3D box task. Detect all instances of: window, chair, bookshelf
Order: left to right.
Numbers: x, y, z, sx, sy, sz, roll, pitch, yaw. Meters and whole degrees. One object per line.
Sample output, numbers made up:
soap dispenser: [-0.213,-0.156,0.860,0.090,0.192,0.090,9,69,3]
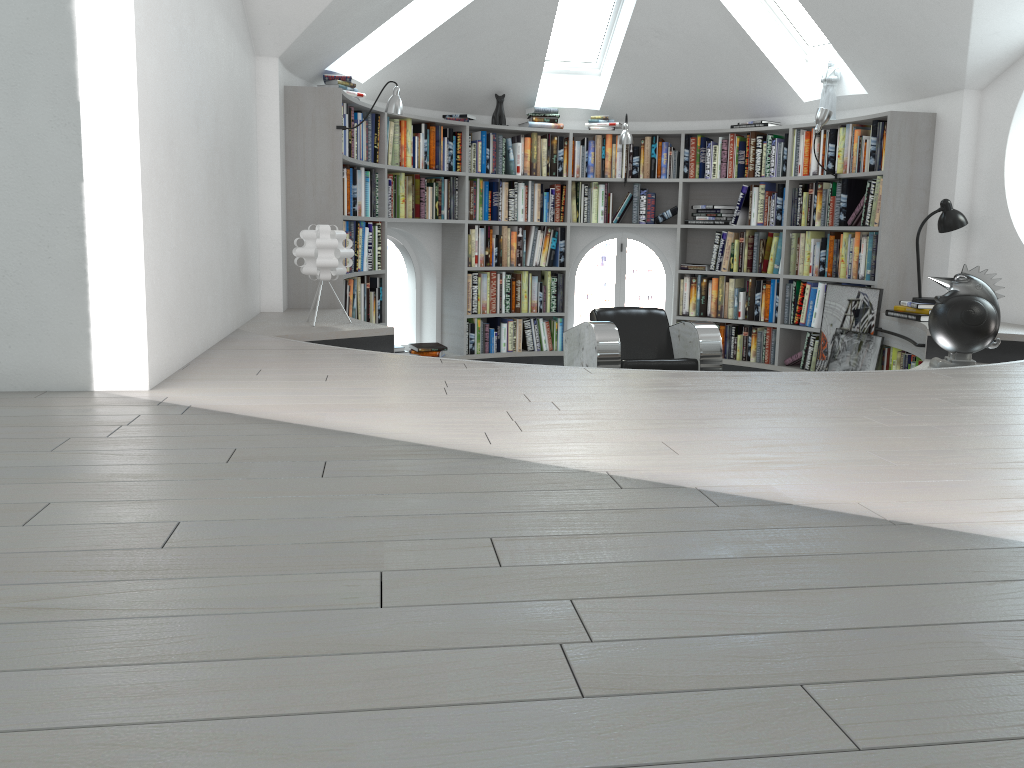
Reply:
window: [-0.058,-0.816,7.699,3.232,1.146,0.619,-3,9,-22]
bookshelf: [0.583,-1.088,6.879,4.332,1.872,2.118,0,9,-8]
window: [0.616,-2.834,6.629,4.055,0.710,1.941,0,10,-8]
chair: [0.821,-0.118,5.752,0.823,0.716,0.744,-1,9,-14]

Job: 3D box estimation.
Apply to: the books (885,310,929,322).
books: [2.678,-0.439,5.702,0.365,0.042,0.390,0,10,-8]

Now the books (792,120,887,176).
books: [2.499,-1.723,6.530,0.293,0.361,1.018,-3,11,-26]

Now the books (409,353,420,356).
books: [-0.996,-0.218,7.045,0.366,0.042,0.389,-8,13,-41]

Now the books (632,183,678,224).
books: [1.242,-1.539,7.603,0.399,0.339,0.225,3,9,11]

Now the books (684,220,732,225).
books: [1.710,-1.364,7.504,0.388,0.042,0.366,7,11,31]

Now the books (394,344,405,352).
books: [-0.995,-0.282,7.036,0.214,0.036,0.227,-5,12,-31]

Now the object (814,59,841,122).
object: [2.384,-2.203,6.672,0.179,0.470,0.180,1,8,1]

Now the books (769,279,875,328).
books: [2.447,-0.597,6.736,0.304,0.357,1.188,-3,11,-27]

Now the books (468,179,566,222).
books: [-0.012,-1.556,7.548,1.028,0.357,0.302,-3,10,-22]

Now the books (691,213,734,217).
books: [1.711,-1.427,7.495,0.286,0.031,0.270,10,13,41]

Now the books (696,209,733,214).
books: [1.712,-1.458,7.490,0.227,0.036,0.214,10,13,41]

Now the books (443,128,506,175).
books: [-0.368,-1.901,7.293,0.683,0.344,0.266,-5,11,-31]

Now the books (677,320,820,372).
books: [2.012,-0.335,7.293,1.500,0.310,0.360,10,13,43]

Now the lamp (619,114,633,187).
lamp: [0.925,-1.930,7.335,0.113,0.564,0.359,1,9,-2]

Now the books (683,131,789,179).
books: [1.859,-1.867,7.274,0.971,0.366,0.306,8,11,34]

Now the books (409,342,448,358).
books: [-0.689,-0.275,7.260,0.318,0.099,0.293,0,10,-7]

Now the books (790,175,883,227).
books: [2.496,-1.342,6.574,0.279,0.356,1.056,-3,10,-23]

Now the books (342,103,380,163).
books: [-1.159,-1.696,5.977,0.300,0.360,1.037,2,10,7]

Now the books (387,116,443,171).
books: [-0.844,-1.838,6.808,0.269,0.371,0.795,7,11,34]

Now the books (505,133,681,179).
books: [0.670,-1.940,7.570,1.565,0.365,0.395,1,9,-3]

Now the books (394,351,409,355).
books: [-0.995,-0.251,7.041,0.269,0.031,0.287,-5,12,-31]

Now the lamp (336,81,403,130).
lamp: [-0.890,-1.741,5.546,0.414,0.310,0.117,-1,9,-11]

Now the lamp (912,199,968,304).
lamp: [2.722,-0.845,5.643,0.322,0.657,0.234,2,8,7]

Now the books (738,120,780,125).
books: [2.008,-2.111,7.208,0.233,0.027,0.248,-6,12,-35]

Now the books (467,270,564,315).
books: [0.001,-0.795,7.626,1.032,0.356,0.294,-3,10,-23]

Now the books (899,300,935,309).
books: [2.680,-0.507,5.693,0.269,0.031,0.287,1,10,1]

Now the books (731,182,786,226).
books: [2.077,-1.457,7.193,0.554,0.349,0.256,8,11,37]

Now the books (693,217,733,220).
books: [1.710,-1.397,7.499,0.286,0.031,0.270,6,11,26]

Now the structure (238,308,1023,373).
structure: [0.768,-0.094,5.639,4.718,0.690,4.722,8,12,36]

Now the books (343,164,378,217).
books: [-1.177,-1.317,6.051,0.303,0.346,1.093,2,10,7]

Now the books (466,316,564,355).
books: [-0.020,-0.435,7.667,1.019,0.305,0.289,-3,10,-23]

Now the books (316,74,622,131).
books: [-0.322,-2.157,6.967,2.818,0.173,0.750,-7,12,-37]

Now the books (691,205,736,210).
books: [1.712,-1.489,7.486,0.269,0.031,0.287,-4,11,-28]

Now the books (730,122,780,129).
books: [2.008,-2.083,7.212,0.337,0.036,0.317,10,14,43]

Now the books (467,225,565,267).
books: [-0.003,-1.175,7.564,0.998,0.350,0.298,-3,10,-25]

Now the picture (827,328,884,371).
picture: [2.390,-0.092,6.249,0.107,0.553,0.491,-2,9,-18]

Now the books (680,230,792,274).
books: [1.893,-1.100,7.335,0.975,0.351,0.252,8,11,33]

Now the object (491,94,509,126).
object: [-0.094,-2.263,7.351,0.147,0.264,0.202,-1,9,-12]

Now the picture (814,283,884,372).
picture: [2.411,-0.280,6.407,0.090,0.859,0.581,-2,9,-18]

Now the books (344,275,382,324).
books: [-1.181,-0.350,5.893,0.390,0.692,1.648,1,10,2]

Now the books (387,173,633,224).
books: [-0.123,-1.509,7.300,2.530,0.369,0.593,-4,11,-27]

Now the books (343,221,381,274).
books: [-1.145,-0.940,6.074,0.260,0.357,1.024,2,10,8]

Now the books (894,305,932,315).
books: [2.679,-0.475,5.697,0.286,0.034,0.306,-2,10,-18]

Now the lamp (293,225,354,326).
lamp: [-1.002,-0.581,4.712,0.305,0.523,0.307,-2,9,-20]

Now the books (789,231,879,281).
books: [2.497,-0.962,6.626,0.275,0.346,1.025,-3,10,-23]

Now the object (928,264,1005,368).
object: [2.328,-0.336,4.572,0.320,0.560,0.321,-5,11,-35]

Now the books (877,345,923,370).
books: [2.627,-0.042,5.686,0.272,0.297,1.152,2,10,6]

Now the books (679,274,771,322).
books: [1.821,-0.734,7.445,0.873,0.349,0.273,7,11,33]

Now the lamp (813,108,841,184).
lamp: [2.309,-1.724,6.419,0.275,0.523,0.113,-2,9,-18]
